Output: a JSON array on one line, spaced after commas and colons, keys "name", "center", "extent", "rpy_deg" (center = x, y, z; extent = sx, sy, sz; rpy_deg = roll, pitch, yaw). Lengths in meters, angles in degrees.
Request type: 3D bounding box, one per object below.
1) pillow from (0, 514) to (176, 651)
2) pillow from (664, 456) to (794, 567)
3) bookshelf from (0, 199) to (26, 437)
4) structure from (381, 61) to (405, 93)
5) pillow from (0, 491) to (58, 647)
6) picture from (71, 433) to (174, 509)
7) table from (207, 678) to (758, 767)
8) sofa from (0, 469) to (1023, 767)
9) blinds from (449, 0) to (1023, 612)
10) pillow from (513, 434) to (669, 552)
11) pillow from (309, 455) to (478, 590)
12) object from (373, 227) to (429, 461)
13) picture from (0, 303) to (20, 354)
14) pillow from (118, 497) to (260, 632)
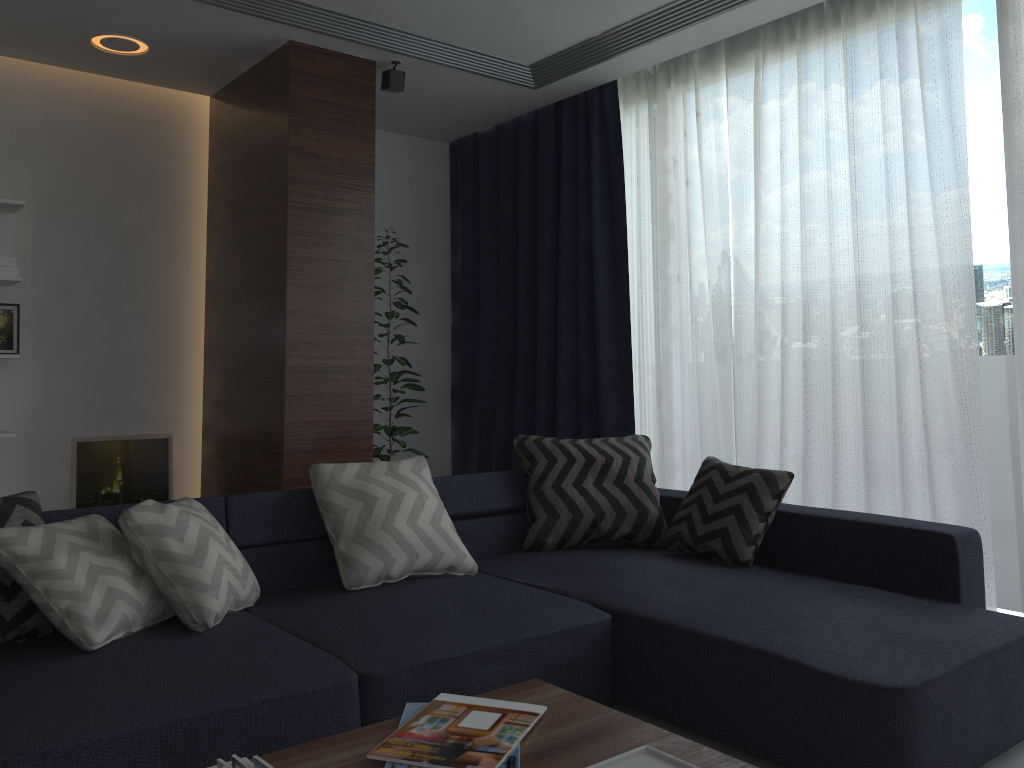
[{"name": "pillow", "center": [-1.108, 0.505, 2.317], "extent": [0.330, 0.296, 0.414], "rpy_deg": [-1, -2, 14]}, {"name": "pillow", "center": [0.783, 0.459, 3.237], "extent": [0.286, 0.347, 0.413], "rpy_deg": [1, -3, -34]}, {"name": "bookshelf", "center": [-2.812, 0.062, 3.815], "extent": [1.148, 1.831, 0.299], "rpy_deg": [2, -5, -38]}, {"name": "structure", "center": [-0.595, -1.530, 4.419], "extent": [0.084, 0.143, 0.114], "rpy_deg": [2, -4, -34]}, {"name": "pillow", "center": [-1.345, 0.470, 2.258], "extent": [0.221, 0.388, 0.413], "rpy_deg": [-2, -2, 22]}, {"name": "picture", "center": [-2.004, 0.616, 4.562], "extent": [0.499, 0.703, 0.083], "rpy_deg": [2, -5, -38]}, {"name": "table", "center": [-0.012, 0.791, 1.300], "extent": [0.799, 0.354, 0.803], "rpy_deg": [0, -1, -39]}, {"name": "sofa", "center": [-0.074, 0.659, 2.398], "extent": [2.869, 0.611, 1.894], "rpy_deg": [0, 0, -39]}, {"name": "blinds", "center": [-0.340, -0.420, 1.568], "extent": [5.792, 2.788, 7.114], "rpy_deg": [0, -1, -35]}, {"name": "pillow", "center": [0.318, 0.470, 3.566], "extent": [0.598, 0.522, 0.353], "rpy_deg": [0, -3, -8]}, {"name": "pillow", "center": [-0.409, 0.459, 2.991], "extent": [0.494, 0.390, 0.341], "rpy_deg": [1, -3, -39]}, {"name": "object", "center": [-0.685, 0.031, 4.927], "extent": [0.503, 1.857, 0.480], "rpy_deg": [-2, -5, 20]}, {"name": "picture", "center": [-2.483, -0.265, 4.269], "extent": [0.181, 0.257, 0.058], "rpy_deg": [2, -5, -38]}, {"name": "pillow", "center": [-0.903, 0.495, 2.516], "extent": [0.280, 0.353, 0.416], "rpy_deg": [-1, -2, 5]}]
